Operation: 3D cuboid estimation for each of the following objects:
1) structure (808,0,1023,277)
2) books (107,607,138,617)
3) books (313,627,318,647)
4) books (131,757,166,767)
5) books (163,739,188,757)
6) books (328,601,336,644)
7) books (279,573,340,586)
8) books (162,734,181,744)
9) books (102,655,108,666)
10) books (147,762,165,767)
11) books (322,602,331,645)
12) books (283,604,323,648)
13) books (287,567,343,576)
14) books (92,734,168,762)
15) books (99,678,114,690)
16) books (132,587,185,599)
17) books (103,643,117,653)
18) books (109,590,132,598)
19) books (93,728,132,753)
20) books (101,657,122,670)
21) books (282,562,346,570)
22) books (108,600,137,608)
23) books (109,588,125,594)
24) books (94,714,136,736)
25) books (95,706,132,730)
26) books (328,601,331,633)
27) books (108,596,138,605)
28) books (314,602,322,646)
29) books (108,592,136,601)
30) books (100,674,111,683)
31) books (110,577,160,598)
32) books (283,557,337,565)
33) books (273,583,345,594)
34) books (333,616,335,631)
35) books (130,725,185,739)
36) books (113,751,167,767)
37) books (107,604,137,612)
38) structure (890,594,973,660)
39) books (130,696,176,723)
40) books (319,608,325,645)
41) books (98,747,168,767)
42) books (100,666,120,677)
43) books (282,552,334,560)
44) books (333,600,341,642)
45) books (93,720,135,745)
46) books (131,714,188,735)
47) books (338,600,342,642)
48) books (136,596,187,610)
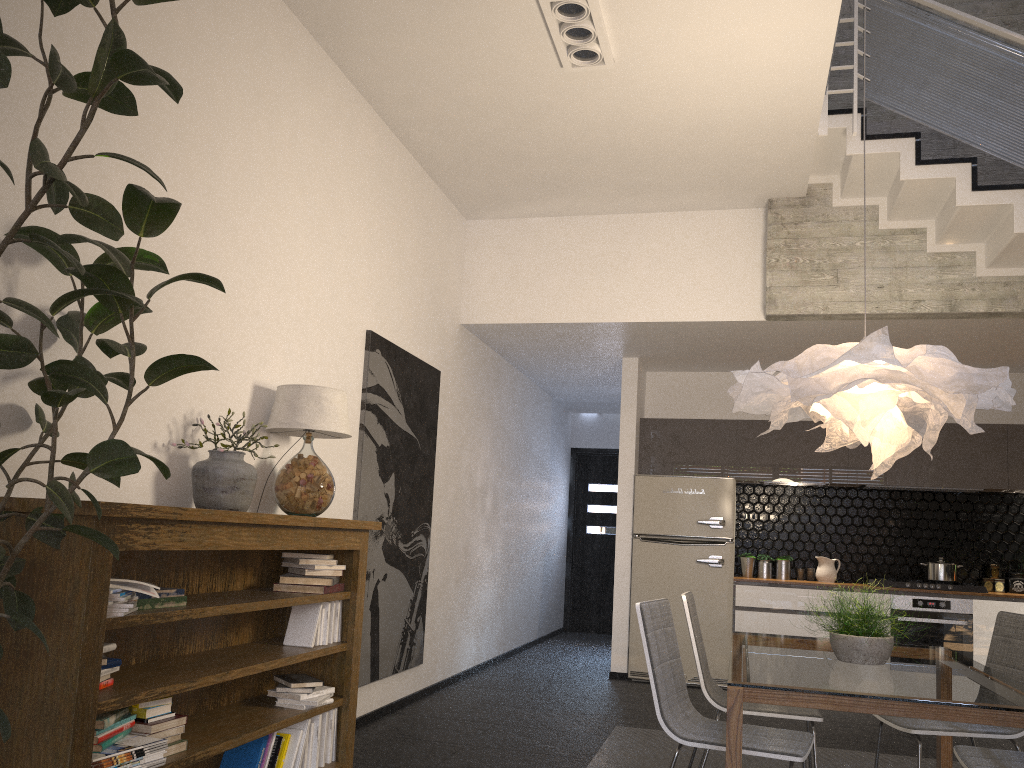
[{"bbox_3d":[2.256,-2.114,4.728,4.233,8.253,8.524,1,-9,15],"label":"structure"},{"bbox_3d":[-1.278,0.680,2.684,0.253,0.011,0.320,5,-10,-11],"label":"books"},{"bbox_3d":[-0.907,1.064,3.875,0.120,0.156,0.057,1,-7,15],"label":"books"},{"bbox_3d":[-1.222,1.132,2.633,0.218,0.013,0.307,0,-10,19],"label":"books"},{"bbox_3d":[-1.226,1.190,2.908,0.243,0.033,0.181,0,-10,17],"label":"books"},{"bbox_3d":[-0.871,1.074,4.010,0.135,0.188,0.015,1,-7,15],"label":"books"},{"bbox_3d":[1.343,-2.063,5.763,5.412,6.664,0.361,8,-9,-34],"label":"books"},{"bbox_3d":[-1.233,1.160,2.907,0.227,0.023,0.168,1,-10,13],"label":"books"},{"bbox_3d":[-1.302,0.813,2.637,0.148,0.023,0.222,9,-12,-33],"label":"books"},{"bbox_3d":[-1.224,1.147,2.631,0.218,0.007,0.307,0,-10,19],"label":"books"},{"bbox_3d":[-0.880,1.062,3.946,0.136,0.187,0.018,1,-7,15],"label":"books"},{"bbox_3d":[-0.910,1.048,3.857,0.135,0.181,0.078,1,-7,15],"label":"books"},{"bbox_3d":[-0.895,0.850,4.020,0.180,0.029,0.226,9,-12,-33],"label":"books"},{"bbox_3d":[-1.224,1.082,2.651,0.218,0.013,0.307,0,-10,19],"label":"books"},{"bbox_3d":[-1.314,0.899,2.635,0.158,0.021,0.226,3,-10,0],"label":"books"},{"bbox_3d":[-1.211,0.679,2.886,0.166,0.023,0.229,0,-10,19],"label":"books"},{"bbox_3d":[-1.304,0.794,2.646,0.155,0.020,0.207,3,-10,0],"label":"books"},{"bbox_3d":[-1.294,0.624,2.675,0.253,0.011,0.320,5,-10,-13],"label":"books"},{"bbox_3d":[-1.284,1.072,2.683,0.175,0.023,0.251,4,-10,-4],"label":"books"},{"bbox_3d":[-1.306,0.834,2.628,0.162,0.022,0.233,0,-10,15],"label":"books"},{"bbox_3d":[-0.902,0.826,4.021,0.244,0.019,0.175,-5,-13,39],"label":"books"},{"bbox_3d":[-1.285,0.663,2.714,0.253,0.011,0.320,6,-10,-18],"label":"books"},{"bbox_3d":[-1.296,0.612,2.668,0.253,0.011,0.321,4,-10,-8],"label":"books"},{"bbox_3d":[-1.297,1.032,2.697,0.192,0.014,0.257,2,-10,3],"label":"books"},{"bbox_3d":[-1.297,1.010,2.699,0.193,0.028,0.247,4,-10,-5],"label":"books"},{"bbox_3d":[-0.883,1.065,3.964,0.135,0.188,0.015,1,-7,15],"label":"books"},{"bbox_3d":[-1.286,0.645,2.672,0.252,0.011,0.321,4,-10,-3],"label":"books"},{"bbox_3d":[-0.913,1.055,3.916,0.136,0.187,0.018,1,-7,15],"label":"books"},{"bbox_3d":[-1.283,0.637,2.689,0.253,0.011,0.320,5,-10,-13],"label":"books"},{"bbox_3d":[-1.307,0.878,2.636,0.155,0.022,0.206,4,-10,-5],"label":"books"},{"bbox_3d":[-1.284,0.613,2.748,0.274,0.108,0.323,11,-12,-40],"label":"books"},{"bbox_3d":[-0.916,0.800,4.009,0.175,0.023,0.244,9,-11,-30],"label":"books"},{"bbox_3d":[-0.902,0.906,3.948,0.230,0.034,0.288,2,-10,7],"label":"books"},{"bbox_3d":[-0.878,1.080,4.048,0.136,0.187,0.018,1,-7,15],"label":"books"},{"bbox_3d":[-1.238,1.139,2.923,0.243,0.023,0.176,-1,-10,22],"label":"books"},{"bbox_3d":[-1.226,1.117,2.646,0.218,0.006,0.307,0,-10,19],"label":"books"},{"bbox_3d":[-1.281,0.671,2.696,0.253,0.011,0.320,6,-10,-15],"label":"books"},{"bbox_3d":[3.307,1.990,7.092,0.587,0.584,0.588,1,-9,15],"label":"structure"},{"bbox_3d":[-1.242,1.064,2.932,0.216,0.068,0.159,-1,-10,24],"label":"books"},{"bbox_3d":[-0.893,1.073,3.930,0.120,0.158,0.016,1,-7,15],"label":"books"},{"bbox_3d":[-1.220,1.105,2.645,0.218,0.007,0.307,0,-10,18],"label":"books"},{"bbox_3d":[-1.307,0.857,2.634,0.174,0.019,0.245,3,-10,0],"label":"books"},{"bbox_3d":[-0.923,0.778,4.013,0.205,0.022,0.156,3,-10,0],"label":"books"},{"bbox_3d":[-0.859,1.083,4.063,0.136,0.187,0.018,1,-7,15],"label":"books"},{"bbox_3d":[-1.283,1.049,2.685,0.175,0.023,0.251,3,-10,0],"label":"books"},{"bbox_3d":[-1.226,1.114,2.928,0.225,0.029,0.180,0,-10,18],"label":"books"},{"bbox_3d":[-0.851,1.088,4.086,0.135,0.188,0.031,1,-7,15],"label":"books"},{"bbox_3d":[-1.216,0.709,2.892,0.179,0.033,0.245,0,-10,18],"label":"books"}]
